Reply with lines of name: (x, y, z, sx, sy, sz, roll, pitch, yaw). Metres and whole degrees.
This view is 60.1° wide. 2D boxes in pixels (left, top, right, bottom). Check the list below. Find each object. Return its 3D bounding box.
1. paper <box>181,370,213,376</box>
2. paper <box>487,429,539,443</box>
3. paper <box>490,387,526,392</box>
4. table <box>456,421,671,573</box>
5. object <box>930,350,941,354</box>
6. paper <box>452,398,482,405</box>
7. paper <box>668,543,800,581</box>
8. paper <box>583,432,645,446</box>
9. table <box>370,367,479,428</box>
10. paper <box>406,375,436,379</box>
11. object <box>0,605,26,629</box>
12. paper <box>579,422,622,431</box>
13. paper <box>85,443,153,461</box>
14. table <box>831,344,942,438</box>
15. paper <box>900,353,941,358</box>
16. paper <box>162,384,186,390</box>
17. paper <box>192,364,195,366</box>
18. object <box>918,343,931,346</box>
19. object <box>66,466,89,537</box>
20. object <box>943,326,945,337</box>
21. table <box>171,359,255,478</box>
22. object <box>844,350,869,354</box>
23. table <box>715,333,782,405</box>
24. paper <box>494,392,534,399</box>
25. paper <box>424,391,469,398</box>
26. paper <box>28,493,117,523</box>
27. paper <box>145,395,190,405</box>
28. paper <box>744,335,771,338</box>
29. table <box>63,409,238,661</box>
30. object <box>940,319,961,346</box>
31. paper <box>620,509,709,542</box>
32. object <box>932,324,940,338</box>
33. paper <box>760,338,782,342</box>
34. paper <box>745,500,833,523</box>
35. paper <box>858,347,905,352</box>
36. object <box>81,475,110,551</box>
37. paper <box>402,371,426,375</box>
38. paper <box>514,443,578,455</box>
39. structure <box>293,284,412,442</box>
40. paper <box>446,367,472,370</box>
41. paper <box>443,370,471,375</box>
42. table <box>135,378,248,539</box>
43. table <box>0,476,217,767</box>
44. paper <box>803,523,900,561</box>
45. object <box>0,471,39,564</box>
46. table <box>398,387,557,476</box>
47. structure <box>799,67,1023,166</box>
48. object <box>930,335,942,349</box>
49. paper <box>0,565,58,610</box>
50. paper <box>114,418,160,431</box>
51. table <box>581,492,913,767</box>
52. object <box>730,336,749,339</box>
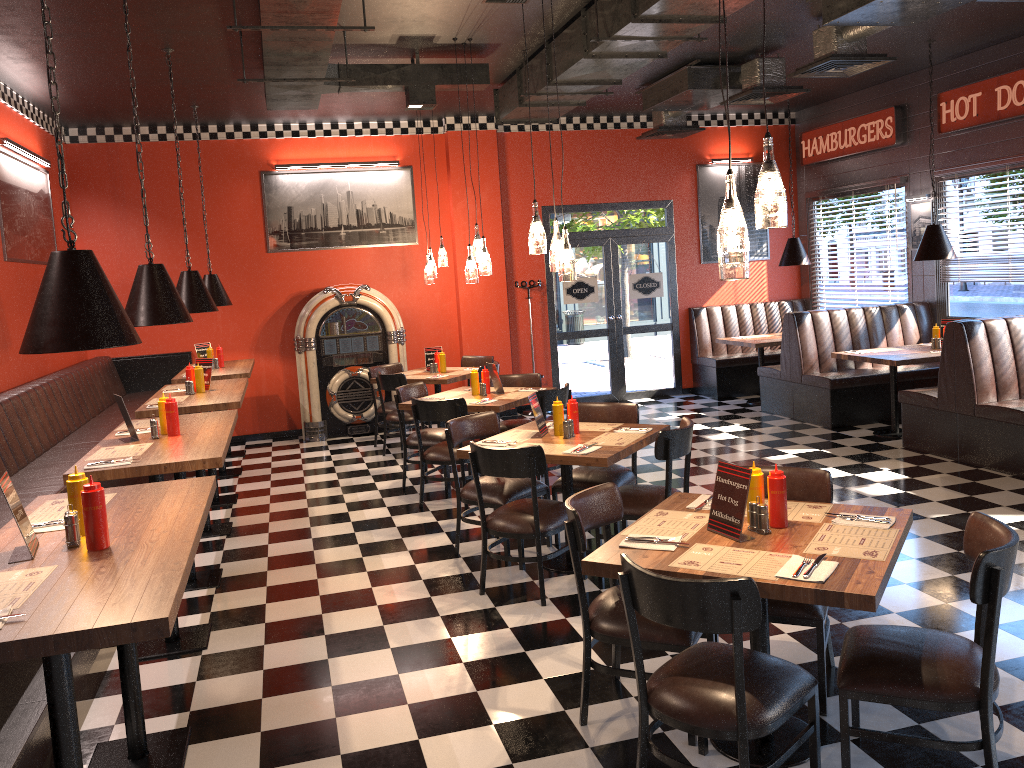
paper: (-3.085, -0.112, 8.690, 0.261, 0.001, 0.367, -5, 7, -12)
paper: (0.038, 0.320, 5.476, 0.261, 0.001, 0.367, 1, 9, 31)
paper: (-0.099, 0.048, 7.665, 0.365, 0.001, 0.262, 0, 8, 29)
table: (0.355, 0.702, 5.366, 0.960, 0.771, 0.961, 0, 7, 30)
object: (3.966, -0.296, 8.165, 0.157, 0.019, 0.256, -6, 8, -18)
paper: (-0.409, 0.140, 7.108, 0.365, 0.001, 0.262, 1, 9, 32)
paper: (0.745, 0.593, 2.975, 0.365, 0.001, 0.262, 1, 9, 33)
paper: (0.600, 0.322, 5.169, 0.261, 0.001, 0.367, 0, 8, 28)
table: (-0.787, 0.265, 9.367, 0.960, 0.771, 0.961, 0, 7, 30)
paper: (-0.962, -0.071, 9.040, 0.365, 0.001, 0.262, 0, 8, 30)
object: (-1.354, 0.595, 2.218, 0.255, 0.019, 0.158, -6, 8, -17)
paper: (0.491, 0.271, 5.621, 0.365, 0.001, 0.262, 0, 8, 29)
paper: (-2.014, 0.347, 4.557, 0.261, 0.001, 0.367, -5, 7, -12)
table: (4.116, 0.044, 8.539, 1.693, 0.771, 0.960, -6, 7, -14)
paper: (3.747, -0.261, 8.077, 0.365, 0.001, 0.262, -5, 7, -13)
paper: (-2.808, 0.021, 7.508, 0.261, 0.001, 0.367, -5, 7, -12)
paper: (-3.335, -0.216, 9.636, 0.261, 0.001, 0.367, -5, 7, -12)
object: (4.193, -0.396, 8.829, 0.157, 0.019, 0.256, -6, 8, -15)
object: (-1.460, 0.392, 2.990, 0.068, 0.237, 0.068, -8, 6, -39)
object: (4.192, -0.469, 8.534, 0.068, 0.237, 0.068, -7, 6, -31)
table: (-2.985, 0.332, 9.101, 0.696, 0.996, 1.698, -5, 7, -14)
object: (3.365, -0.314, 8.621, 0.157, 0.019, 0.256, -5, 7, -9)
table: (3.506, -0.212, 10.854, 1.693, 0.771, 0.960, -6, 7, -14)
paper: (0.034, 0.094, 7.239, 0.261, 0.001, 0.367, 0, 8, 29)
paper: (-0.552, 0.091, 7.563, 0.261, 0.001, 0.367, 0, 8, 29)
paper: (-1.692, 0.475, 3.393, 0.261, 0.001, 0.367, -5, 7, -12)
paper: (-2.572, 0.119, 6.621, 0.261, 0.001, 0.367, -5, 7, -12)
paper: (3.026, -0.590, 11.018, 0.366, 0.001, 0.262, -6, 8, -14)
table: (-1.903, 0.786, 4.999, 0.696, 0.996, 1.698, -5, 7, -14)
object: (4.291, -0.503, 8.676, 0.072, 0.256, 0.188, -9, 7, -44)
paper: (0.611, 0.544, 3.432, 0.261, 0.001, 0.367, 0, 8, 30)
object: (4.109, -0.469, 8.576, 0.068, 0.237, 0.068, -7, 6, -31)
paper: (3.087, -0.513, 10.385, 0.366, 0.001, 0.262, -6, 8, -17)
paper: (1.065, 0.501, 3.526, 0.365, 0.001, 0.262, 0, 8, 30)
paper: (3.641, -0.336, 8.714, 0.365, 0.001, 0.262, -5, 7, -12)
object: (-1.325, 0.406, 2.813, 0.068, 0.237, 0.068, -8, 6, -39)
paper: (-1.091, -0.119, 9.484, 0.261, 0.001, 0.367, 1, 9, 32)
paper: (0.175, 0.367, 5.034, 0.365, 0.001, 0.262, 0, 8, 29)
structure: (-1.876, -0.290, 10.380, 1.295, 1.761, 0.501, -5, 5, -14)
paper: (-0.635, -0.167, 9.620, 0.365, 0.001, 0.262, 0, 8, 30)
paper: (-0.534, -0.116, 9.166, 0.261, 0.001, 0.367, 0, 8, 29)
table: (-2.440, 0.561, 7.035, 0.696, 0.996, 1.698, -5, 7, -14)
table: (-1.364, 1.013, 2.953, 0.696, 0.996, 1.698, -5, 7, -14)
paper: (1.191, 0.548, 3.097, 0.261, 0.001, 0.367, 1, 8, 30)
object: (-1.561, 0.413, 2.807, 0.072, 0.256, 0.189, -6, 6, -23)
table: (-0.246, 0.479, 7.417, 0.960, 0.771, 0.961, 0, 7, 30)
structure: (5.284, -2.501, 6.295, 0.120, 0.437, 11.302, -5, 7, -14)
object: (4.065, -0.403, 8.494, 0.047, 0.135, 0.094, -9, 7, -44)
paper: (-1.455, 0.578, 2.465, 0.261, 0.001, 0.367, -5, 7, -12)
paper: (-2.282, 0.246, 5.484, 0.261, 0.001, 0.367, -5, 7, -12)
table: (0.919, 0.932, 3.283, 0.956, 0.771, 0.964, 0, 7, 30)
object: (2.828, -0.578, 10.954, 0.157, 0.019, 0.256, -6, 7, -14)
